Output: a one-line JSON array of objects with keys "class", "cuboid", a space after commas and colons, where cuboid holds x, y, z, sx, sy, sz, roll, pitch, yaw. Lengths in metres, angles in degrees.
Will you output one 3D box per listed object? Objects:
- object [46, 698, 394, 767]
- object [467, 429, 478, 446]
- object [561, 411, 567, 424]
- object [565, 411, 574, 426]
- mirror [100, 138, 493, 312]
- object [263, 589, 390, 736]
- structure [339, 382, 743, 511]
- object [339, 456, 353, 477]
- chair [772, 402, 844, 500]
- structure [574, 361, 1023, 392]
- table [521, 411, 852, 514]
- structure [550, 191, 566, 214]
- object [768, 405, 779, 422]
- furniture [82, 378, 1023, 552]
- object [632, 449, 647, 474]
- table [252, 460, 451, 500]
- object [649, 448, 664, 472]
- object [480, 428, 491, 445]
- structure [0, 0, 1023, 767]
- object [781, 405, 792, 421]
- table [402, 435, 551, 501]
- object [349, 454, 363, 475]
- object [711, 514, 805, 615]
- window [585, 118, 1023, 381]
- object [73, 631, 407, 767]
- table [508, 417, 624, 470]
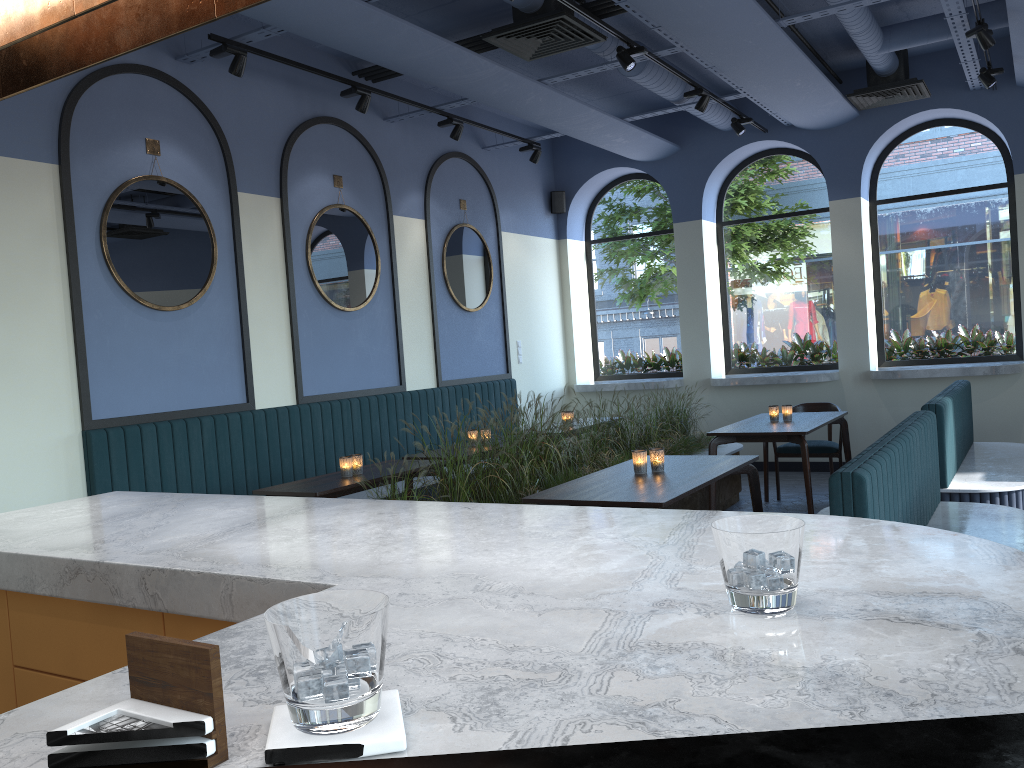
[{"class": "object", "cuboid": [-0.248, 0.302, 0.731, 0.249, 0.042, 0.339, -3, 2, 32]}, {"class": "object", "cuboid": [-0.287, 0.398, 6.547, 0.078, 0.120, 0.078, -4, 2, 14]}, {"class": "object", "cuboid": [0.473, 0.298, 7.776, 0.078, 0.120, 0.078, -4, 2, 14]}, {"class": "object", "cuboid": [0.501, 0.299, 7.682, 0.078, 0.120, 0.078, -4, 2, 14]}, {"class": "mirror", "cuboid": [-1.329, -1.127, 7.126, 0.026, 1.089, 4.357, -3, 2, 31]}, {"class": "object", "cuboid": [-0.160, 0.249, 0.790, 0.111, 0.102, 0.111, -4, 2, 3]}, {"class": "structure", "cuboid": [0.501, 0.567, 6.160, 1.143, 1.207, 4.878, -3, 3, 33]}, {"class": "object", "cuboid": [-0.990, 0.494, 5.296, 0.078, 0.120, 0.078, -6, 3, -42]}, {"class": "chair", "cuboid": [2.576, 0.575, 7.606, 0.618, 0.793, 0.525, -3, 2, 31]}, {"class": "structure", "cuboid": [3.724, 0.062, 3.930, 4.315, 0.080, 14.155, -4, 2, -8]}, {"class": "table", "cuboid": [1.716, 0.838, 2.630, 3.997, 0.755, 9.778, -4, 2, 15]}, {"class": "structure", "cuboid": [0.298, -1.814, 3.529, 7.261, 0.268, 13.143, -4, 2, 14]}, {"class": "object", "cuboid": [2.003, 0.225, 6.778, 0.078, 0.120, 0.078, -6, 3, -42]}, {"class": "furniture", "cuboid": [0.794, 0.581, 5.984, 4.703, 1.150, 4.800, -3, 2, 31]}, {"class": "object", "cuboid": [0.661, 0.403, 4.580, 0.078, 0.120, 0.078, -4, 2, 14]}, {"class": "table", "cuboid": [-0.907, 0.923, 5.391, 0.548, 0.755, 1.285, -3, 2, 31]}, {"class": "object", "cuboid": [0.755, 0.395, 4.608, 0.078, 0.120, 0.078, -4, 2, 14]}, {"class": "object", "cuboid": [-0.194, 0.390, 6.575, 0.078, 0.120, 0.078, -4, 2, 14]}, {"class": "structure", "cuboid": [-1.489, -0.387, 0.640, 3.220, 3.800, 3.653, -3, 2, 31]}, {"class": "object", "cuboid": [2.089, 0.221, 6.732, 0.078, 0.120, 0.078, -6, 3, -42]}, {"class": "table", "cuboid": [-0.198, 0.829, 6.570, 0.548, 0.755, 1.332, -3, 2, 31]}, {"class": "object", "cuboid": [-0.944, 0.488, 5.382, 0.078, 0.120, 0.078, -6, 3, -42]}, {"class": "object", "cuboid": [0.300, 0.219, 1.073, 0.111, 0.102, 0.111, -4, 2, 3]}, {"class": "window", "cuboid": [3.852, -1.179, 3.933, 3.897, 2.394, 14.212, -4, 2, -8]}, {"class": "object", "cuboid": [-0.257, 0.273, 0.763, 0.342, 0.099, 0.171, -5, 2, -25]}, {"class": "table", "cuboid": [0.522, 0.733, 7.766, 0.548, 0.755, 1.332, -3, 2, 31]}]
